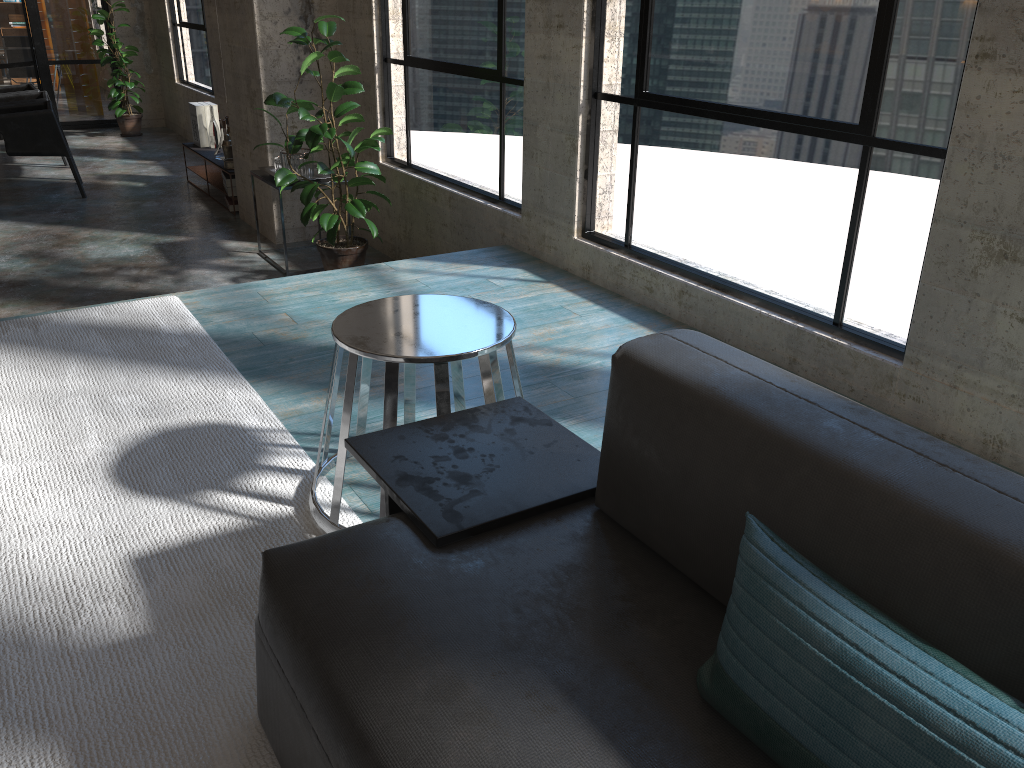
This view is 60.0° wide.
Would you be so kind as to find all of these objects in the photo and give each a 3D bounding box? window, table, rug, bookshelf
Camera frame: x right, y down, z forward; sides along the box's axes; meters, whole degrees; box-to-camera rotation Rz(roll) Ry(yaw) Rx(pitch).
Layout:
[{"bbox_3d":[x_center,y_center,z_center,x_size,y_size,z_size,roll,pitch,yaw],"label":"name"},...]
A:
[{"bbox_3d":[0.825,-1.537,2.979,0.081,2.530,1.780,-13,28,-29],"label":"window"},{"bbox_3d":[-0.218,0.068,2.262,0.620,0.472,0.620,-12,27,-26],"label":"table"},{"bbox_3d":[-0.682,1.276,0.091,2.954,0.032,7.768,-13,28,-29],"label":"rug"},{"bbox_3d":[-1.392,-1.098,5.866,0.450,0.563,0.600,-13,28,-29],"label":"table"},{"bbox_3d":[-5.055,-5.516,11.740,0.081,2.530,7.902,-13,28,-29],"label":"window"},{"bbox_3d":[-0.056,0.320,1.815,0.420,0.390,0.413,-13,28,-29],"label":"table"},{"bbox_3d":[-0.345,-2.329,4.723,0.081,2.530,1.780,-13,28,-29],"label":"window"},{"bbox_3d":[-2.479,-1.817,7.713,0.350,0.347,1.600,-13,28,-29],"label":"bookshelf"}]

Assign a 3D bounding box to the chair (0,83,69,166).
[{"bbox_3d":[-4.957,-2.581,8.873,0.754,0.738,0.707,-13,28,-29],"label":"chair"}]

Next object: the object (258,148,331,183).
[{"bbox_3d":[-1.391,-1.448,5.650,0.327,0.253,0.546,-13,28,-29],"label":"object"}]

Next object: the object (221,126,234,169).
[{"bbox_3d":[-2.227,-1.938,7.156,0.248,0.333,0.415,3,24,4],"label":"object"}]

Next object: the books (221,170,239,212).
[{"bbox_3d":[-2.221,-1.600,7.305,0.274,0.263,0.393,-8,26,-20],"label":"books"}]

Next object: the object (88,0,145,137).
[{"bbox_3d":[-4.663,-3.737,10.504,0.514,1.552,0.886,-15,28,-31],"label":"object"}]

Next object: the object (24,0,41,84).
[{"bbox_3d":[-7.817,-5.686,14.655,0.304,1.640,0.342,-13,28,-29],"label":"object"}]

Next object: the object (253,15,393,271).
[{"bbox_3d":[-1.053,-1.318,5.181,0.886,1.552,0.514,-21,32,-40],"label":"object"}]

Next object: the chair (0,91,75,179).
[{"bbox_3d":[-4.527,-2.306,8.266,0.754,0.738,0.707,-11,26,-24],"label":"chair"}]

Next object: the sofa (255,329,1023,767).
[{"bbox_3d":[0.483,0.548,0.941,1.019,0.680,2.063,-13,28,-29],"label":"sofa"}]

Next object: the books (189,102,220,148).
[{"bbox_3d":[-2.779,-2.352,8.033,0.191,0.362,0.277,-13,28,-29],"label":"books"}]

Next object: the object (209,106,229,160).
[{"bbox_3d":[-2.492,-2.168,7.624,0.199,0.365,0.703,-8,25,-19],"label":"object"}]

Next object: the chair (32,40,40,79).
[{"bbox_3d":[-6.793,-4.276,12.286,0.653,1.015,0.684,-14,28,-30],"label":"chair"}]

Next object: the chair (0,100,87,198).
[{"bbox_3d":[-4.129,-1.997,7.585,0.754,0.738,0.707,-11,26,-24],"label":"chair"}]

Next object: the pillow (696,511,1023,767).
[{"bbox_3d":[0.540,0.365,0.726,0.349,0.466,1.042,-8,25,-20],"label":"pillow"}]
